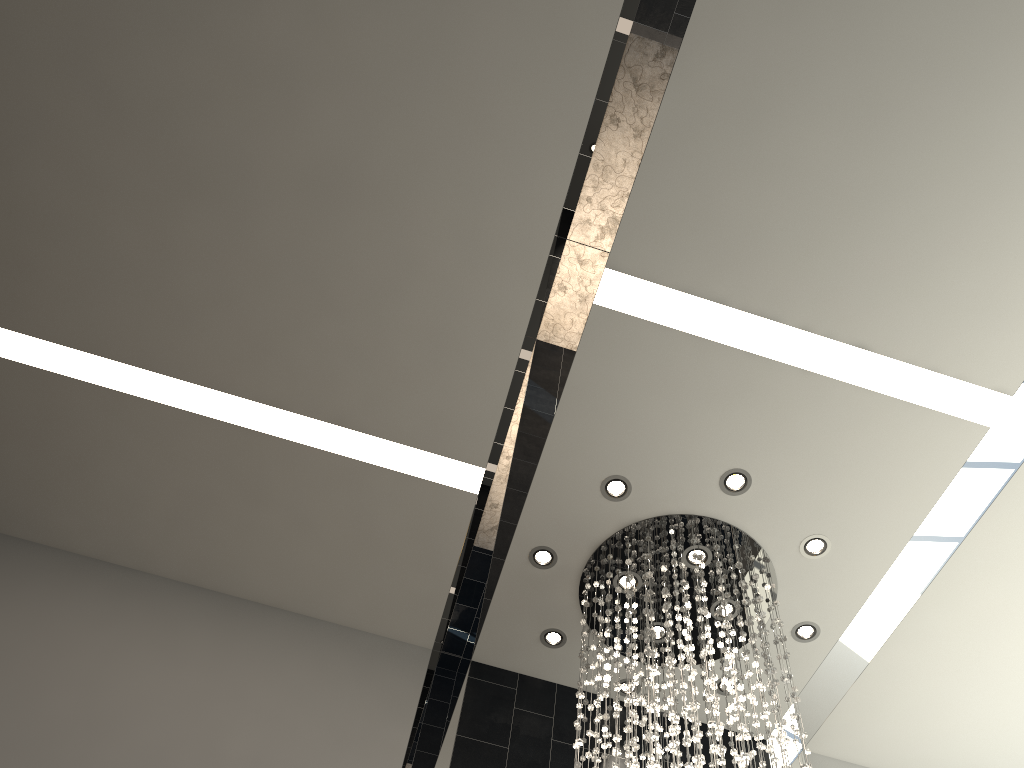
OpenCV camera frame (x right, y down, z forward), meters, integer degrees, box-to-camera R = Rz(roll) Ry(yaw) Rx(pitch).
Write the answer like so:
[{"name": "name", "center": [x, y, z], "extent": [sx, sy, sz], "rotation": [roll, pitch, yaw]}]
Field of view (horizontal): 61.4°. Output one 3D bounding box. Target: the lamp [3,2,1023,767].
[{"name": "lamp", "center": [-0.239, -20.553, 35.965], "extent": [400.613, 102.258, 445.393], "rotation": [-6, -57, 10]}]
